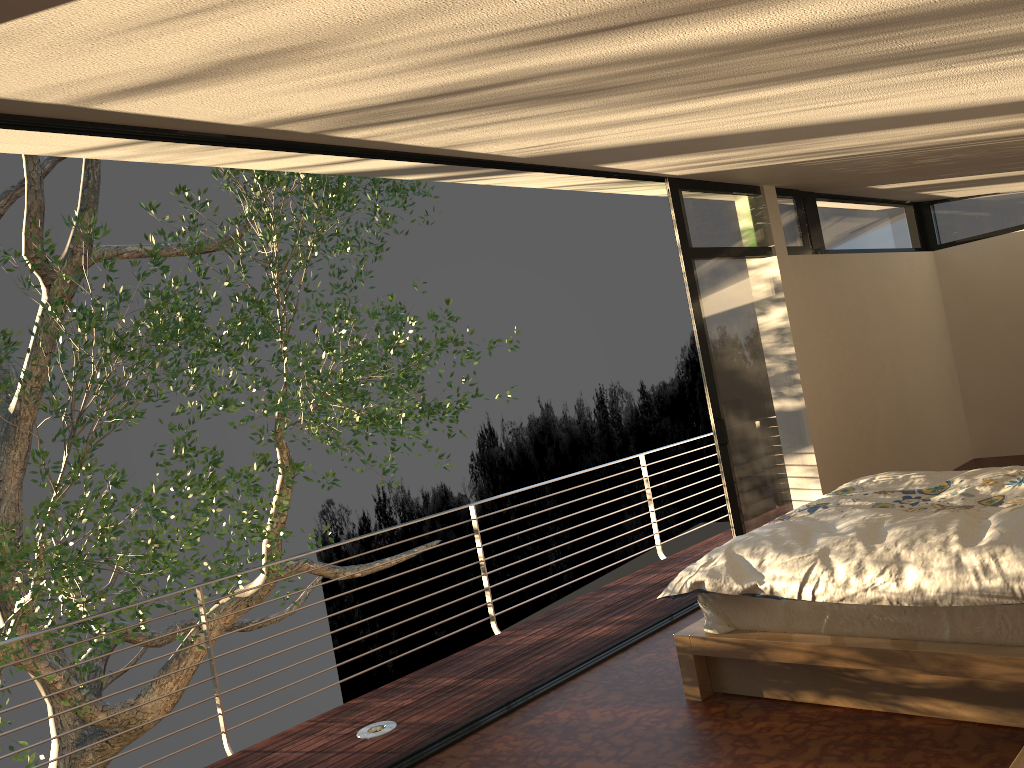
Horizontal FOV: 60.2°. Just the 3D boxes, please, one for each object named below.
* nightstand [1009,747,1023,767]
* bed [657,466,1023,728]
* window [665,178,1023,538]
[{"bbox_3d":[1.485,0.943,1.981,0.460,0.347,0.803,-11,-1,44],"label":"nightstand"},{"bbox_3d":[1.977,0.693,3.586,2.076,0.712,1.895,-11,-1,44],"label":"bed"},{"bbox_3d":[2.760,-0.388,2.446,6.598,2.514,10.688,-11,-1,44],"label":"window"}]
